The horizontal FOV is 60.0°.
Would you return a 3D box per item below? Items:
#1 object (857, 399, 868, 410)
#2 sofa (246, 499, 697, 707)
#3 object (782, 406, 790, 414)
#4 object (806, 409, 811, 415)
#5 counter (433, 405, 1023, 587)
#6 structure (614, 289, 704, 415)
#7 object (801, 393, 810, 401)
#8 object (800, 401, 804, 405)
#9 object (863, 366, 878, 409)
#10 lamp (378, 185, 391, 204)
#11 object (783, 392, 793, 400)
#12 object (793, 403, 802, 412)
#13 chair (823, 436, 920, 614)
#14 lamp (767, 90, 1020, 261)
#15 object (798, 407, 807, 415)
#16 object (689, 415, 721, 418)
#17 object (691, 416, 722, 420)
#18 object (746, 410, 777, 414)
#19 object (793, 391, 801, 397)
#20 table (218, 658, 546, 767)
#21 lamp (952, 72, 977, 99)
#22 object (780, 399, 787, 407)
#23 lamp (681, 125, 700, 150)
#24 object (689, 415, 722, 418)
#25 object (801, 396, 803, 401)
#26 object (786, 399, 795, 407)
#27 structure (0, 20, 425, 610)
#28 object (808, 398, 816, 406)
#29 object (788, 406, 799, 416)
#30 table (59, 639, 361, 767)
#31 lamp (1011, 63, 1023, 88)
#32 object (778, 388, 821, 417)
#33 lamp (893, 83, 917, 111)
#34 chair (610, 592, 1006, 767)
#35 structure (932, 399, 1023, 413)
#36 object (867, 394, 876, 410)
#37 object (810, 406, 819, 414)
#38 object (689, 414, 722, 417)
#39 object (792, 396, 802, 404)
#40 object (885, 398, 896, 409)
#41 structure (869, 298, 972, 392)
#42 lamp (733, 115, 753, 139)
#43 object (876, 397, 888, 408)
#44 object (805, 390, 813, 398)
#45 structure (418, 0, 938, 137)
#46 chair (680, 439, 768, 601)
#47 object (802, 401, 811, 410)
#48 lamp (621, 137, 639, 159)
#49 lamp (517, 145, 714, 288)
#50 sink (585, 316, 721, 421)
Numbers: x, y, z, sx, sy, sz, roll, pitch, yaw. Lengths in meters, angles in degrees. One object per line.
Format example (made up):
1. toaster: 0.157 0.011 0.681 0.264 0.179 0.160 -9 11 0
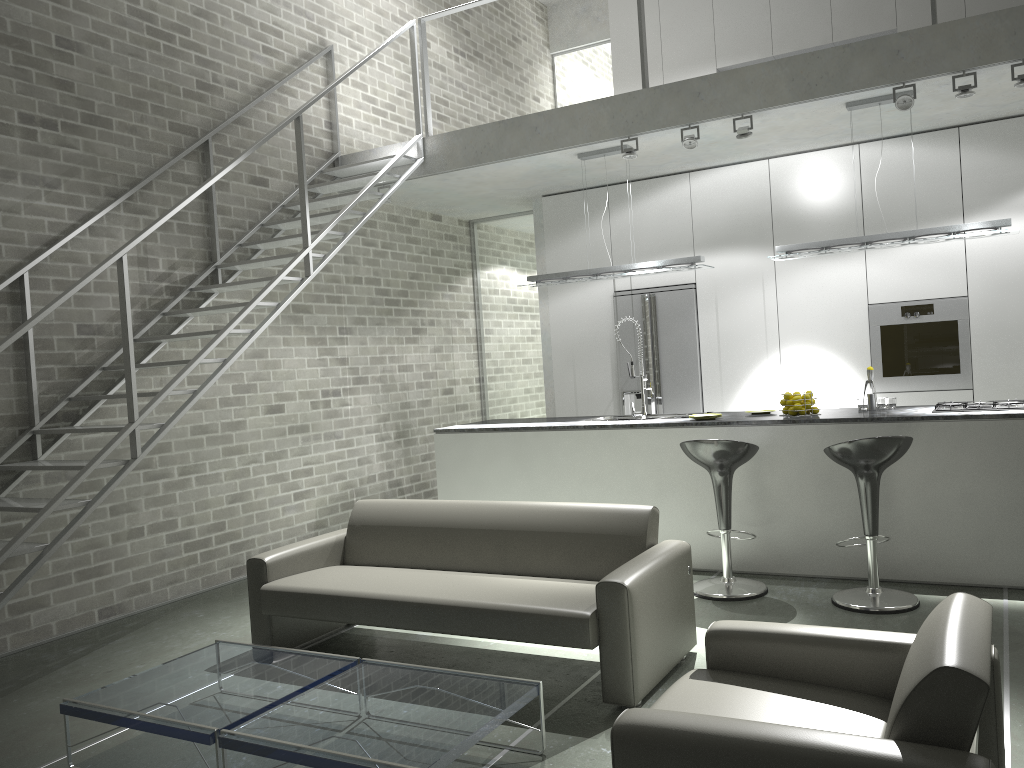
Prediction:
1. object: 2.329 0.134 5.883 0.064 0.070 0.063 -4 1 -23
2. sofa: -0.257 0.991 4.360 2.114 0.717 0.902 -3 1 29
3. object: 1.792 0.170 5.783 0.060 0.057 0.052 -3 1 21
4. object: 1.910 0.172 5.757 0.061 0.055 0.050 -4 1 -25
5. counter: 1.570 0.696 6.076 4.400 0.960 0.900 -3 1 29
6. structure: 1.324 0.145 7.858 0.743 1.900 0.160 -3 1 29
7. object: 1.889 0.086 5.699 0.051 0.053 0.063 -3 1 32
8. object: 1.873 0.134 5.721 0.051 0.053 0.062 -3 1 27
9. object: 2.349 0.026 5.776 0.088 0.288 0.101 -4 1 -31
10. lamp: 2.284 -1.802 7.734 6.854 0.136 0.110 -4 1 -6
11. object: 1.792 0.080 5.760 0.053 0.051 0.063 -4 1 -23
12. object: 1.825 0.149 5.672 0.061 0.054 0.052 -4 1 -4
13. chair: 1.955 0.731 4.825 0.457 0.931 0.464 -4 1 10
14. lamp: 2.419 -1.376 5.771 1.490 0.964 0.290 -3 1 29
15. object: 1.864 0.175 5.690 0.051 0.053 0.063 -3 1 27
16. object: 1.290 0.219 5.912 0.217 0.017 0.216 -4 1 -28
17. object: 1.291 0.228 5.912 0.217 0.017 0.216 -4 1 -28
18. object: 1.722 0.196 6.136 0.217 0.017 0.216 -5 1 -35
19. object: 1.852 0.073 5.759 0.051 0.053 0.063 -3 1 21
20. table: -0.423 1.251 3.090 0.820 0.270 0.800 -3 1 29
21. lamp: 2.700 -1.781 5.288 0.109 0.135 0.109 -4 1 -13
22. object: 1.783 0.123 5.801 0.053 0.051 0.063 -4 1 -12
23. lamp: 1.224 -1.693 6.097 0.115 0.151 0.115 -4 1 -18
24. object: 1.290 0.223 5.912 0.217 0.017 0.216 -4 1 -28
25. object: 1.896 0.101 5.771 0.055 0.051 0.061 -3 1 13
26. object: 1.808 0.124 5.744 0.062 0.053 0.052 -4 1 -9
27. structure: -2.080 -0.679 5.476 0.902 4.246 4.345 -3 1 29
28. object: 1.933 0.119 5.734 0.061 0.054 0.053 -4 1 -25
29. object: 1.820 0.175 5.728 0.064 0.063 0.074 -3 1 39
30. table: -1.155 1.291 3.498 0.820 0.270 0.800 -3 1 29
31. lamp: 2.968 -1.795 5.138 0.109 0.135 0.109 -4 1 -13
32. object: 1.864 0.115 5.757 0.189 0.174 0.207 -4 1 -16
33. lamp: 2.404 -1.755 5.433 0.131 0.154 0.098 -3 1 29
34. chair: 0.803 0.961 2.389 0.910 0.717 0.963 -3 1 29
35. structure: 2.822 0.129 5.347 0.500 0.038 0.500 -3 1 29
36. object: 2.342 0.118 5.770 0.060 0.106 0.060 -3 1 23
37. object: 1.948 0.168 5.711 0.062 0.052 0.053 -4 1 -32
38. object: 1.290 0.214 5.911 0.217 0.017 0.216 -4 1 -28
39. object: 1.831 0.102 5.696 0.061 0.052 0.053 -3 1 32
40. object: 2.479 0.126 5.804 0.064 0.070 0.063 -3 1 37
41. structure: 3.126 -0.289 6.806 0.692 0.680 0.036 -3 1 29
42. lamp: 1.551 -1.711 5.940 0.115 0.151 0.115 -4 1 -18
43. object: 2.459 0.125 5.895 0.064 0.070 0.063 -4 1 -23
44. object: 1.928 0.069 5.753 0.050 0.060 0.059 -3 1 19
45. structure: 1.718 -2.579 5.794 5.560 0.972 0.070 -3 1 29
46. chair: 1.256 0.768 5.252 0.457 0.931 0.464 -3 2 43
47. object: 1.890 0.137 5.695 0.061 0.055 0.051 -4 1 -2
48. lamp: 0.838 -1.680 6.320 0.109 0.136 0.109 -4 1 -19
49. lamp: 0.729 -1.284 6.712 1.490 0.964 0.290 -3 1 29
50. sink: 1.000 0.015 6.482 0.987 1.023 0.546 -3 1 29
